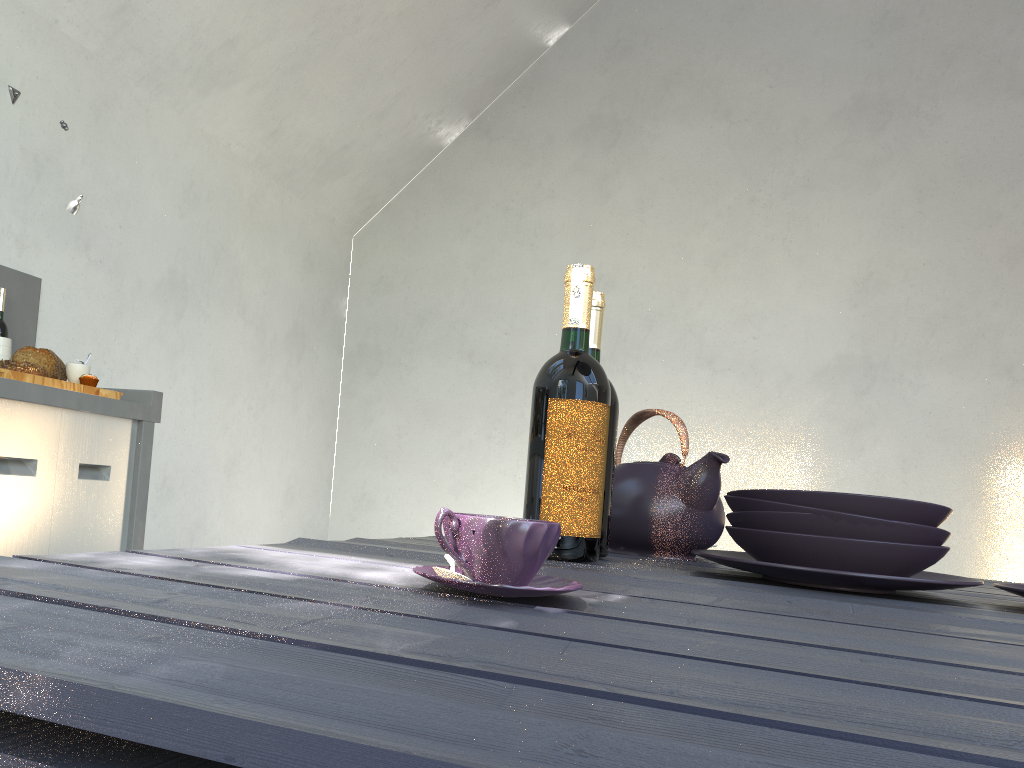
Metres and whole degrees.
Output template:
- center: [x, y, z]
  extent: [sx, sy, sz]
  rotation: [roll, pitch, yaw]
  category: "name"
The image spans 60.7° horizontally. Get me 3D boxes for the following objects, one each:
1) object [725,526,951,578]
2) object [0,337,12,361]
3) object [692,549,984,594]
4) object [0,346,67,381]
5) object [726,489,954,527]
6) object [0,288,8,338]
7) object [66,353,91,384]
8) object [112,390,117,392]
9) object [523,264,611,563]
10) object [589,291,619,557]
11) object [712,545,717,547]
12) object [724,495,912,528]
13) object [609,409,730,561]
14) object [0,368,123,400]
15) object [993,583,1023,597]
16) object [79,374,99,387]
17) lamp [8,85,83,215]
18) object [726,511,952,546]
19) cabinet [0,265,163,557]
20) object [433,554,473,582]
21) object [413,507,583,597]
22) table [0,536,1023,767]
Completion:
- center: [0.362, 0.196, 0.992]
  extent: [0.218, 0.047, 0.242]
  rotation: [9, -8, -30]
  category: "object"
- center: [-1.517, -0.078, 2.578]
  extent: [0.095, 0.119, 0.077]
  rotation: [2, -5, 40]
  category: "object"
- center: [0.358, 0.216, 0.993]
  extent: [0.280, 0.024, 0.314]
  rotation: [11, -10, -39]
  category: "object"
- center: [-1.417, -0.066, 2.563]
  extent: [0.124, 0.111, 0.467]
  rotation: [6, -7, -14]
  category: "object"
- center: [0.363, 0.155, 0.989]
  extent: [0.238, 0.058, 0.222]
  rotation: [3, -8, 19]
  category: "object"
- center: [-1.663, -0.139, 2.827]
  extent: [0.065, 0.343, 0.060]
  rotation: [4, -2, 22]
  category: "object"
- center: [-1.347, -0.045, 2.714]
  extent: [0.070, 0.120, 0.076]
  rotation: [7, -4, -26]
  category: "object"
- center: [-1.276, 0.009, 2.625]
  extent: [0.022, 0.003, 0.184]
  rotation: [-2, -10, 42]
  category: "object"
- center: [0.068, 0.033, 1.027]
  extent: [0.087, 0.343, 0.096]
  rotation: [6, -3, -33]
  category: "object"
- center: [0.093, 0.051, 1.149]
  extent: [0.086, 0.343, 0.096]
  rotation: [7, -3, -38]
  category: "object"
- center: [0.301, 0.287, 1.563]
  extent: [0.139, 0.013, 0.026]
  rotation: [1, -8, 31]
  category: "object"
- center: [0.360, 0.168, 0.995]
  extent: [0.239, 0.062, 0.221]
  rotation: [2, -8, 23]
  category: "object"
- center: [0.227, 0.154, 1.361]
  extent: [0.227, 0.231, 0.204]
  rotation: [3, -5, 21]
  category: "object"
- center: [-1.414, 0.001, 2.544]
  extent: [0.319, 0.028, 0.456]
  rotation: [3, -8, 18]
  category: "object"
- center: [0.621, 0.225, 0.875]
  extent: [0.245, 0.019, 0.226]
  rotation: [2, -8, 23]
  category: "object"
- center: [-1.295, -0.008, 2.678]
  extent: [0.060, 0.046, 0.059]
  rotation: [5, -5, 4]
  category: "object"
- center: [-1.516, -0.764, 2.846]
  extent: [0.346, 0.435, 0.058]
  rotation: [3, -2, 21]
  category: "lamp"
- center: [0.364, 0.181, 0.995]
  extent: [0.240, 0.062, 0.220]
  rotation: [2, -8, 23]
  category: "object"
- center: [-1.803, 0.168, 1.614]
  extent: [0.589, 1.468, 2.767]
  rotation: [4, -6, 16]
  category: "cabinet"
- center: [-0.046, 0.133, 0.628]
  extent: [0.027, 0.013, 0.134]
  rotation: [6, -7, -8]
  category: "object"
- center: [-0.009, 0.116, 0.603]
  extent: [0.118, 0.056, 0.115]
  rotation: [4, -6, 6]
  category: "object"
- center: [0.515, 0.614, 0.798]
  extent: [1.565, 0.792, 1.553]
  rotation: [3, -7, 19]
  category: "table"
